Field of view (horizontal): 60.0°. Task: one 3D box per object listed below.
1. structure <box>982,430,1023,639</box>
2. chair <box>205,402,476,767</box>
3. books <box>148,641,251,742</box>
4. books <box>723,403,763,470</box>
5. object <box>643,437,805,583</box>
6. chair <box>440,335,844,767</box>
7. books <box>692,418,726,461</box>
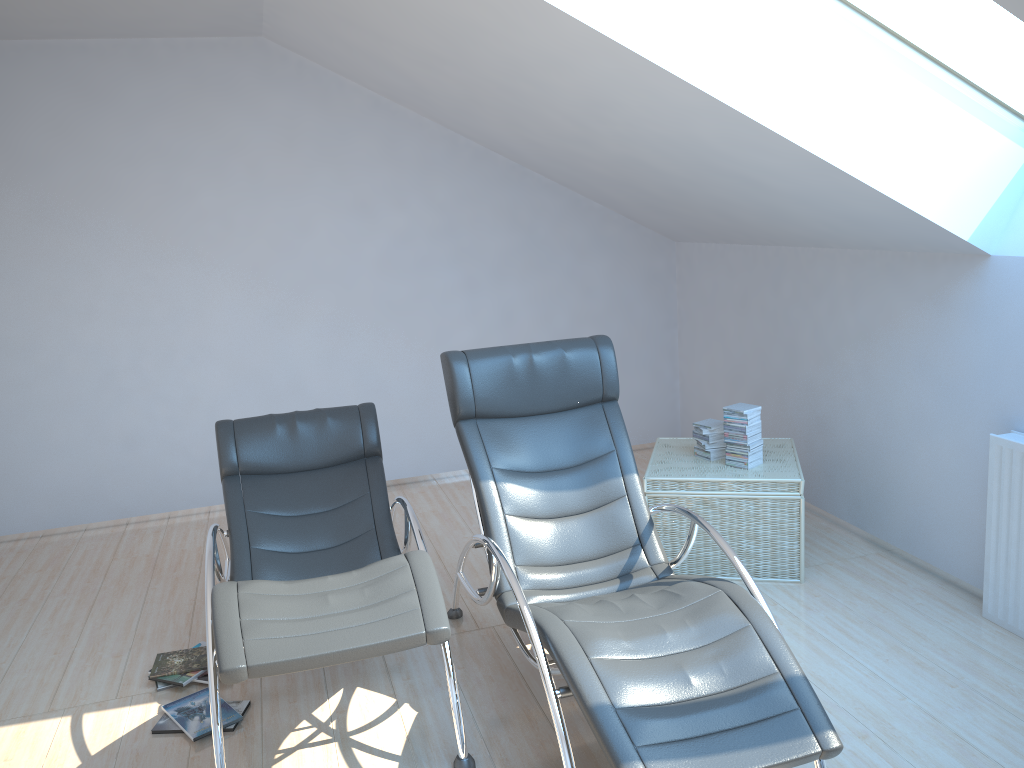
[{"bbox_3d":[2.198,0.700,3.059,0.120,0.800,1.324,-7,12,-15],"label":"structure"},{"bbox_3d":[-0.747,0.740,3.434,0.836,0.953,2.114,-7,12,-15],"label":"chair"},{"bbox_3d":[0.094,1.344,2.002,4.790,0.222,1.045,6,15,41],"label":"books"},{"bbox_3d":[1.130,0.257,4.347,0.149,0.300,0.149,-15,16,-43],"label":"books"},{"bbox_3d":[1.091,0.619,4.567,0.745,0.518,0.744,-1,12,14],"label":"object"},{"bbox_3d":[0.318,0.569,3.172,0.836,1.251,1.938,-7,12,-15],"label":"chair"},{"bbox_3d":[1.019,0.287,4.534,0.162,0.184,0.165,-7,12,-16],"label":"books"}]
